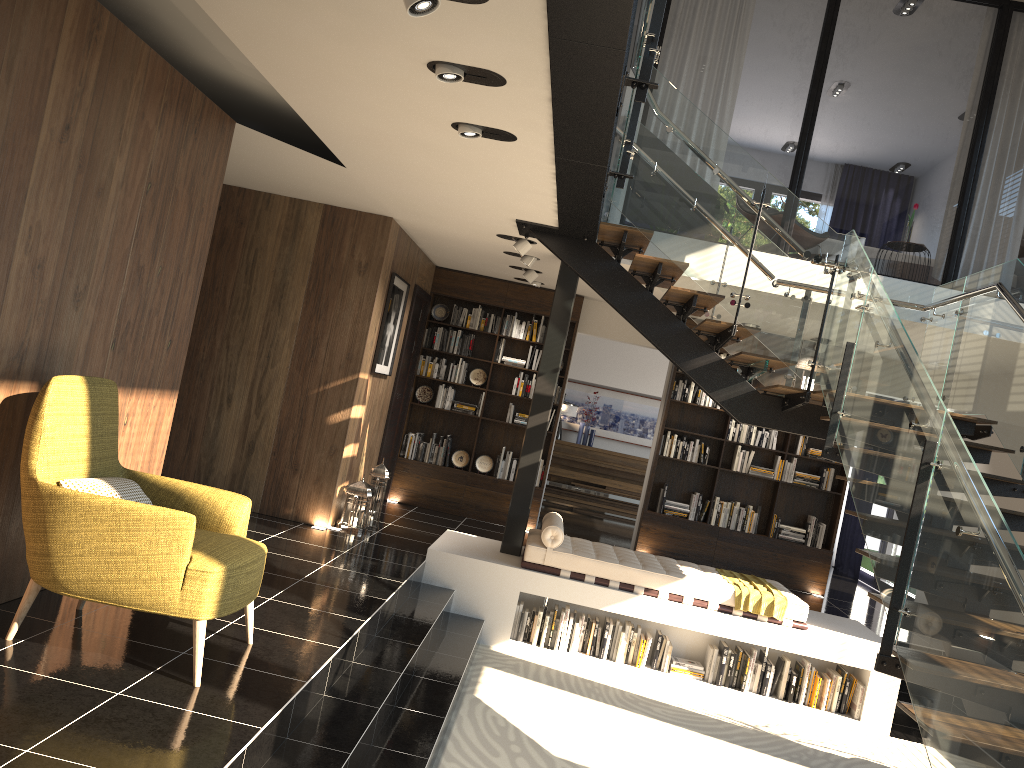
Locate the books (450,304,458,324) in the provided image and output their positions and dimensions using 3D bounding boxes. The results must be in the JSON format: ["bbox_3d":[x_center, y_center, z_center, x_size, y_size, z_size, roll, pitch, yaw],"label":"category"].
[{"bbox_3d":[-0.658,-0.779,10.088,0.017,0.234,0.200,12,-1,4],"label":"books"}]

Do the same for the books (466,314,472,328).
[{"bbox_3d":[-0.477,-0.701,10.066,0.035,0.156,0.186,12,-1,4],"label":"books"}]

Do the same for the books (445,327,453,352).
[{"bbox_3d":[-0.720,-0.499,10.072,0.015,0.287,0.154,12,0,4],"label":"books"}]

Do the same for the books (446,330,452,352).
[{"bbox_3d":[-0.707,-0.480,10.068,0.018,0.256,0.172,12,-1,4],"label":"books"}]

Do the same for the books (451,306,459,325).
[{"bbox_3d":[-0.642,-0.767,10.049,0.024,0.216,0.210,12,-1,4],"label":"books"}]

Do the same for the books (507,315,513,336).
[{"bbox_3d":[-0.019,-0.648,10.015,0.013,0.239,0.255,12,-1,4],"label":"books"}]

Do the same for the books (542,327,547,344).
[{"bbox_3d":[0.374,-0.538,10.024,0.027,0.186,0.220,12,-1,4],"label":"books"}]

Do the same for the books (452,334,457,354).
[{"bbox_3d":[-0.640,-0.448,10.068,0.024,0.220,0.123,12,0,4],"label":"books"}]

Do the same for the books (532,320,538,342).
[{"bbox_3d":[0.263,-0.592,10.044,0.064,0.247,0.209,12,-1,4],"label":"books"}]

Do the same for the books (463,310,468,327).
[{"bbox_3d":[-0.519,-0.739,10.080,0.014,0.212,0.184,12,-1,4],"label":"books"}]

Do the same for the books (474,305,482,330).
[{"bbox_3d":[-0.380,-0.744,10.030,0.012,0.278,0.228,12,-1,4],"label":"books"}]

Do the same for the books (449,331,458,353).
[{"bbox_3d":[-0.663,-0.470,10.073,0.032,0.255,0.160,12,-1,4],"label":"books"}]

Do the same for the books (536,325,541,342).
[{"bbox_3d":[0.299,-0.559,10.030,0.021,0.197,0.200,12,-1,4],"label":"books"}]

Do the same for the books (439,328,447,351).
[{"bbox_3d":[-0.782,-0.499,10.066,0.027,0.260,0.181,12,-1,4],"label":"books"}]

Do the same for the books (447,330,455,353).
[{"bbox_3d":[-0.689,-0.481,10.048,0.019,0.264,0.175,12,-1,4],"label":"books"}]

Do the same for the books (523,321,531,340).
[{"bbox_3d":[0.165,-0.600,10.053,0.042,0.223,0.163,12,-1,4],"label":"books"}]

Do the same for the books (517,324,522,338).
[{"bbox_3d":[0.089,-0.590,10.047,0.034,0.171,0.158,12,-1,4],"label":"books"}]

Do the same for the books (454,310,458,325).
[{"bbox_3d":[-0.622,-0.744,10.093,0.020,0.180,0.153,12,-1,4],"label":"books"}]

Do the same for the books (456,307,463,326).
[{"bbox_3d":[-0.596,-0.760,10.072,0.026,0.222,0.202,12,-1,4],"label":"books"}]

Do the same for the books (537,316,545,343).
[{"bbox_3d":[0.326,-0.608,9.993,0.017,0.302,0.266,12,-1,4],"label":"books"}]

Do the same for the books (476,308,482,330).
[{"bbox_3d":[-0.366,-0.724,10.053,0.020,0.245,0.228,12,-1,4],"label":"books"}]

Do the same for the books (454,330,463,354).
[{"bbox_3d":[-0.608,-0.469,10.052,0.033,0.273,0.189,12,-1,4],"label":"books"}]

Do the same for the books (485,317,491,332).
[{"bbox_3d":[-0.262,-0.665,10.034,0.029,0.172,0.187,12,-1,4],"label":"books"}]

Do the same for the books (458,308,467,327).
[{"bbox_3d":[-0.554,-0.749,10.076,0.059,0.216,0.159,12,-1,4],"label":"books"}]

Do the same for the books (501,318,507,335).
[{"bbox_3d":[-0.084,-0.644,10.032,0.021,0.204,0.224,12,-1,4],"label":"books"}]

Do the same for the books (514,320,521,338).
[{"bbox_3d":[0.064,-0.614,10.053,0.027,0.207,0.203,12,-1,4],"label":"books"}]

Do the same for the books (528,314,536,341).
[{"bbox_3d":[0.227,-0.629,10.005,0.015,0.303,0.252,12,-1,4],"label":"books"}]

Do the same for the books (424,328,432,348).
[{"bbox_3d":[-0.952,-0.519,10.083,0.023,0.231,0.143,12,-1,4],"label":"books"}]

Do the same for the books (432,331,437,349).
[{"bbox_3d":[-0.868,-0.488,10.071,0.025,0.204,0.192,12,-1,4],"label":"books"}]

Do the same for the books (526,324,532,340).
[{"bbox_3d":[0.197,-0.577,10.049,0.029,0.190,0.177,12,-1,4],"label":"books"}]

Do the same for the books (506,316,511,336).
[{"bbox_3d":[-0.033,-0.647,10.021,0.014,0.231,0.280,12,-1,4],"label":"books"}]

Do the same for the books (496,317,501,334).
[{"bbox_3d":[-0.145,-0.651,10.058,0.024,0.194,0.182,12,-1,4],"label":"books"}]

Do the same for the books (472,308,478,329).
[{"bbox_3d":[-0.403,-0.729,10.032,0.025,0.239,0.220,12,-1,4],"label":"books"}]

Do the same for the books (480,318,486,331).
[{"bbox_3d":[-0.325,-0.666,10.081,0.040,0.149,0.126,12,-1,4],"label":"books"}]

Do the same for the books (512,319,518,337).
[{"bbox_3d":[0.041,-0.623,10.037,0.019,0.216,0.214,12,-1,4],"label":"books"}]

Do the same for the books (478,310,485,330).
[{"bbox_3d":[-0.347,-0.714,10.062,0.020,0.235,0.206,12,-1,4],"label":"books"}]

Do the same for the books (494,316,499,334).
[{"bbox_3d":[-0.169,-0.661,10.026,0.023,0.202,0.201,12,-1,4],"label":"books"}]

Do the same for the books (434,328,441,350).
[{"bbox_3d":[-0.834,-0.507,10.068,0.035,0.255,0.183,12,-1,4],"label":"books"}]

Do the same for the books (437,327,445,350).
[{"bbox_3d":[-0.805,-0.507,10.063,0.022,0.267,0.198,12,-1,4],"label":"books"}]

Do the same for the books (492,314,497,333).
[{"bbox_3d":[-0.198,-0.672,10.042,0.039,0.212,0.172,12,-1,4],"label":"books"}]

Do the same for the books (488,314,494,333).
[{"bbox_3d":[-0.230,-0.678,10.052,0.027,0.212,0.180,12,-1,4],"label":"books"}]

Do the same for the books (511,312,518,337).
[{"bbox_3d":[0.029,-0.657,9.988,0.011,0.276,0.288,12,-1,4],"label":"books"}]

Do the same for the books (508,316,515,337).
[{"bbox_3d":[0.006,-0.643,10.034,0.035,0.241,0.208,12,-1,4],"label":"books"}]

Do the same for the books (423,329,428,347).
[{"bbox_3d":[-0.975,-0.516,10.103,0.023,0.215,0.148,12,-1,4],"label":"books"}]

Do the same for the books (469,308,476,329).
[{"bbox_3d":[-0.434,-0.731,10.046,0.039,0.230,0.205,12,-1,4],"label":"books"}]

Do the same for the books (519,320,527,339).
[{"bbox_3d":[0.126,-0.603,10.040,0.034,0.211,0.206,12,-1,4],"label":"books"}]

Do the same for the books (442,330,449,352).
[{"bbox_3d":[-0.753,-0.484,10.044,0.039,0.243,0.179,12,-1,4],"label":"books"}]

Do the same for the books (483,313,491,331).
[{"bbox_3d":[-0.285,-0.692,10.070,0.030,0.217,0.165,12,-1,4],"label":"books"}]

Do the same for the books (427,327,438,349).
[{"bbox_3d":[-0.905,-0.521,10.099,0.066,0.255,0.127,12,0,4],"label":"books"}]

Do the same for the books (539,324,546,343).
[{"bbox_3d":[0.347,-0.559,10.052,0.037,0.218,0.144,12,-1,4],"label":"books"}]

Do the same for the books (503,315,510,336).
[{"bbox_3d":[-0.053,-0.654,10.042,0.033,0.237,0.231,12,-1,4],"label":"books"}]

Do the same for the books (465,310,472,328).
[{"bbox_3d":[-0.500,-0.730,10.096,0.025,0.203,0.156,12,-1,4],"label":"books"}]

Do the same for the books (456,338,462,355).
[{"bbox_3d":[-0.589,-0.422,10.038,0.025,0.188,0.181,12,-1,4],"label":"books"}]
